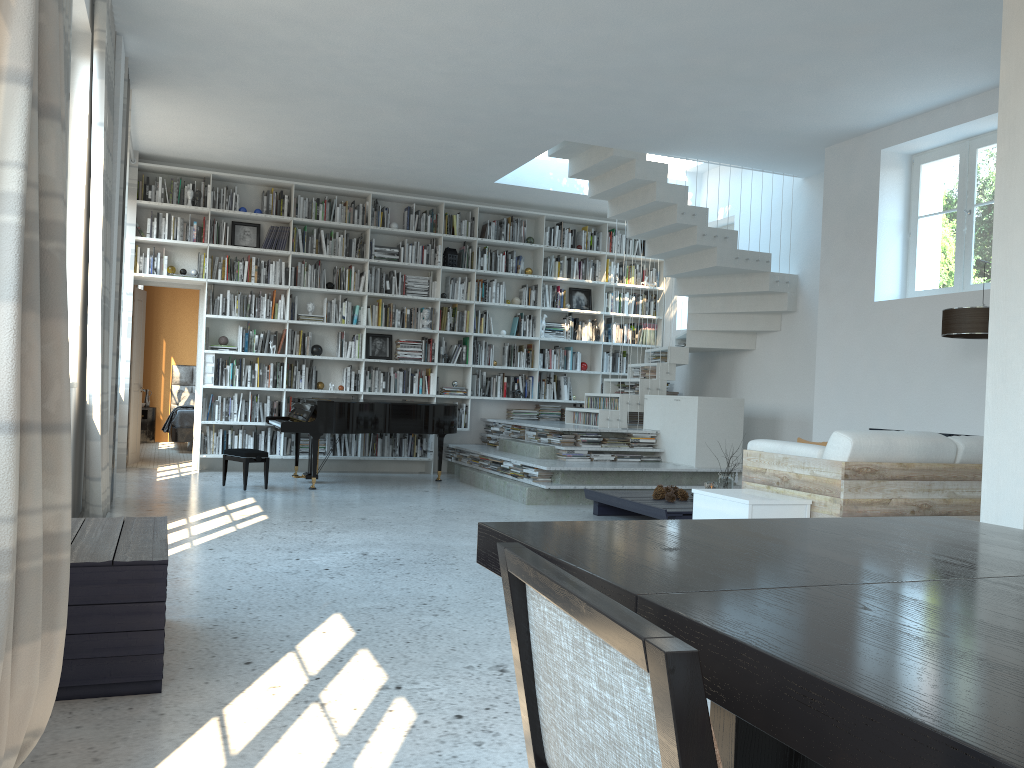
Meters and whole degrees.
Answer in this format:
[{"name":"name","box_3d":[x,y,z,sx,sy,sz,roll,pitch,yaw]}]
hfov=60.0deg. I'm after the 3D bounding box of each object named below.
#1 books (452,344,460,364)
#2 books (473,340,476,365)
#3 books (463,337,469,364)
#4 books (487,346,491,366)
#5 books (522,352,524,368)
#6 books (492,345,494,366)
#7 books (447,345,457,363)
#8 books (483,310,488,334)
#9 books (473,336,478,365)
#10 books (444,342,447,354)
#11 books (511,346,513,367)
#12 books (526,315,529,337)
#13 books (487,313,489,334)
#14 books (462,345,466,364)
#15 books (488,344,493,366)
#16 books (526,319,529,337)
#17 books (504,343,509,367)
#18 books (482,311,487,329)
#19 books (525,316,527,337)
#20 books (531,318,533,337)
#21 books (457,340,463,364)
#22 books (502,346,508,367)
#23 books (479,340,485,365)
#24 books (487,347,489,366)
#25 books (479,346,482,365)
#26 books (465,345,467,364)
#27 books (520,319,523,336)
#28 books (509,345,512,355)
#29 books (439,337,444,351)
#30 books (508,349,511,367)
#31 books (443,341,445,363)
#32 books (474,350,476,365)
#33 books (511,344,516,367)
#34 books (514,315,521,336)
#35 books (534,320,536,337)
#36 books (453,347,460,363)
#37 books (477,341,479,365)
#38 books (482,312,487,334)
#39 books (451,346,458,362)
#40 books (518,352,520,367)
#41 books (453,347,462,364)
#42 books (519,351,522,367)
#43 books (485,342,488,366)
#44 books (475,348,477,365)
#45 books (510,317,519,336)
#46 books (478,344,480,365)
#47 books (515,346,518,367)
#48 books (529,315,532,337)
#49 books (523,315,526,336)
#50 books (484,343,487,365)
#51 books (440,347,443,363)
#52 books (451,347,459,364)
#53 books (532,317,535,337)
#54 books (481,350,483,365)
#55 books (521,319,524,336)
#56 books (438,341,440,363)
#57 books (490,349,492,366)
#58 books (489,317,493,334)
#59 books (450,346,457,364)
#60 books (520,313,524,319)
[{"name":"books","box_3d":[-0.677,-0.349,10.404,0.094,0.238,0.149,2,0,-21]},{"name":"books","box_3d":[-0.466,-0.369,10.483,0.018,0.295,0.177,2,0,-21]},{"name":"books","box_3d":[-0.549,-0.388,10.444,0.014,0.325,0.182,2,0,-21]},{"name":"books","box_3d":[-0.294,-0.332,10.552,0.015,0.238,0.176,2,0,-21]},{"name":"books","box_3d":[0.098,-0.286,10.695,0.019,0.183,0.190,2,0,-21]},{"name":"books","box_3d":[-0.255,-0.336,10.570,0.013,0.251,0.172,2,0,-21]},{"name":"books","box_3d":[-0.726,-0.345,10.365,0.095,0.228,0.190,2,0,-21]},{"name":"books","box_3d":[-0.321,-0.726,10.535,0.013,0.287,0.158,2,0,-21]},{"name":"books","box_3d":[-0.441,-0.391,10.509,0.007,0.342,0.149,2,0,-21]},{"name":"books","box_3d":[-0.797,-0.361,10.366,0.035,0.248,0.141,2,0,-21]},{"name":"books","box_3d":[-0.029,-0.330,10.660,0.008,0.259,0.158,2,0,-21]},{"name":"books","box_3d":[0.170,-0.696,10.731,0.032,0.274,0.154,2,0,-21]},{"name":"books","box_3d":[-0.304,-0.708,10.551,0.007,0.254,0.161,2,0,-21]},{"name":"books","box_3d":[-0.588,-0.338,10.420,0.029,0.223,0.171,2,0,-21]},{"name":"books","box_3d":[-0.267,-0.342,10.564,0.014,0.261,0.142,2,0,-21]},{"name":"books","box_3d":[0.157,-0.671,10.710,0.012,0.224,0.178,2,0,-21]},{"name":"books","box_3d":[-0.073,-0.347,10.658,0.016,0.289,0.131,2,0,-21]},{"name":"books","box_3d":[-0.330,-0.719,10.532,0.006,0.273,0.167,2,0,-21]},{"name":"books","box_3d":[0.142,-0.690,10.712,0.015,0.259,0.152,2,0,-21]},{"name":"books","box_3d":[0.214,-0.679,10.748,0.013,0.245,0.158,2,0,-21]},{"name":"books","box_3d":[-0.613,-0.371,10.432,0.013,0.286,0.138,2,0,-21]},{"name":"books","box_3d":[-0.085,-0.329,10.640,0.019,0.251,0.130,2,0,-21]},{"name":"books","box_3d":[-0.366,-0.365,10.511,0.014,0.297,0.175,2,0,-21]},{"name":"books","box_3d":[-0.308,-0.325,10.557,0.008,0.223,0.133,2,0,-21]},{"name":"books","box_3d":[-0.400,-0.331,10.491,0.011,0.226,0.188,2,0,-21]},{"name":"books","box_3d":[-0.568,-0.339,10.440,0.021,0.226,0.148,2,0,-21]},{"name":"books","box_3d":[0.085,-0.667,10.686,0.006,0.210,0.188,2,0,-21]},{"name":"books","box_3d":[-0.040,-0.332,10.656,0.015,0.262,0.149,2,0,-21]},{"name":"books","box_3d":[-0.825,-0.392,10.343,0.013,0.307,0.141,2,0,-21]},{"name":"books","box_3d":[-0.050,-0.310,10.637,0.016,0.216,0.177,2,0,-21]},{"name":"books","box_3d":[-0.818,-0.371,10.356,0.012,0.266,0.157,2,0,-21]},{"name":"books","box_3d":[-0.454,-0.361,10.486,0.006,0.281,0.155,2,0,-21]},{"name":"books","box_3d":[0.011,-0.341,10.682,0.007,0.285,0.159,2,0,-21]},{"name":"books","box_3d":[0.064,-0.696,10.685,0.021,0.264,0.174,2,0,-21]},{"name":"books","box_3d":[0.241,-0.661,10.757,0.023,0.212,0.164,2,0,-21]},{"name":"books","box_3d":[-0.677,-0.336,10.415,0.090,0.215,0.139,2,0,-21]},{"name":"books","box_3d":[-0.422,-0.361,10.491,0.005,0.284,0.159,2,0,-21]},{"name":"books","box_3d":[-0.334,-0.718,10.524,0.006,0.270,0.178,2,0,-21]},{"name":"books","box_3d":[-0.704,-0.343,10.401,0.095,0.226,0.144,2,0,-21]},{"name":"books","box_3d":[0.047,-0.288,10.669,0.018,0.182,0.182,2,0,-21]},{"name":"books","box_3d":[-0.662,-0.329,10.409,0.091,0.205,0.169,3,0,-21]},{"name":"books","box_3d":[0.082,-0.293,10.693,0.015,0.195,0.175,2,0,-21]},{"name":"books","box_3d":[-0.325,-0.357,10.550,0.006,0.285,0.159,2,0,-21]},{"name":"books","box_3d":[-0.450,-0.322,10.497,0.013,0.204,0.154,2,0,-21]},{"name":"books","box_3d":[0.027,-0.685,10.677,0.056,0.241,0.153,2,0,-21]},{"name":"books","box_3d":[-0.415,-0.343,10.497,0.013,0.248,0.165,2,0,-21]},{"name":"books","box_3d":[0.031,-0.323,10.662,0.018,0.251,0.184,2,0,-21]},{"name":"books","box_3d":[0.199,-0.694,10.719,0.012,0.273,0.183,2,0,-21]},{"name":"books","box_3d":[0.127,-0.692,10.705,0.018,0.263,0.165,2,0,-21]},{"name":"books","box_3d":[-0.338,-0.349,10.528,0.012,0.267,0.183,2,0,-21]},{"name":"books","box_3d":[-0.841,-0.335,10.322,0.027,0.192,0.182,2,0,-21]},{"name":"books","box_3d":[-0.693,-0.335,10.400,0.090,0.212,0.143,2,0,-21]},{"name":"books","box_3d":[0.232,-0.682,10.736,0.011,0.252,0.169,2,0,-21]},{"name":"books","box_3d":[-0.381,-0.310,10.508,0.013,0.186,0.183,2,0,-21]},{"name":"books","box_3d":[0.094,-0.672,10.690,0.013,0.219,0.187,2,0,-21]},{"name":"books","box_3d":[-0.873,-0.367,10.330,0.028,0.253,0.142,2,0,-21]},{"name":"books","box_3d":[-0.280,-0.316,10.555,0.014,0.207,0.180,2,0,-21]},{"name":"books","box_3d":[-0.268,-0.683,10.536,0.051,0.210,0.176,2,0,-21]},{"name":"books","box_3d":[-0.712,-0.335,10.376,0.089,0.210,0.175,2,0,-21]},{"name":"books","box_3d":[0.102,-0.709,10.710,0.013,0.295,0.154,2,0,-21]}]
